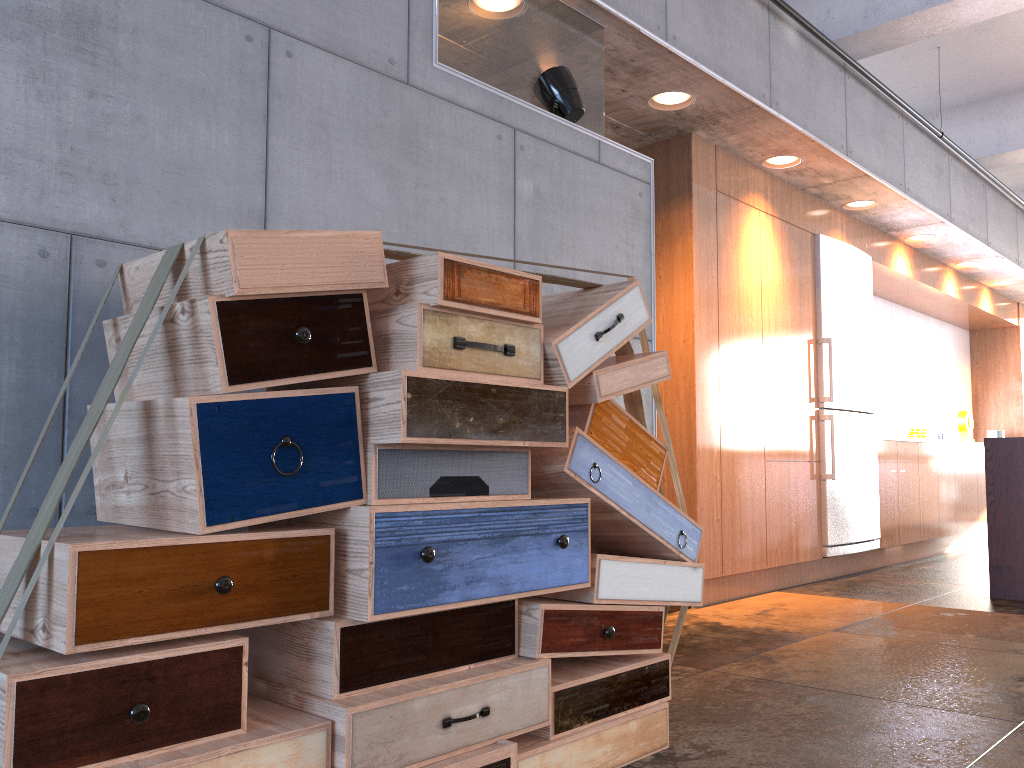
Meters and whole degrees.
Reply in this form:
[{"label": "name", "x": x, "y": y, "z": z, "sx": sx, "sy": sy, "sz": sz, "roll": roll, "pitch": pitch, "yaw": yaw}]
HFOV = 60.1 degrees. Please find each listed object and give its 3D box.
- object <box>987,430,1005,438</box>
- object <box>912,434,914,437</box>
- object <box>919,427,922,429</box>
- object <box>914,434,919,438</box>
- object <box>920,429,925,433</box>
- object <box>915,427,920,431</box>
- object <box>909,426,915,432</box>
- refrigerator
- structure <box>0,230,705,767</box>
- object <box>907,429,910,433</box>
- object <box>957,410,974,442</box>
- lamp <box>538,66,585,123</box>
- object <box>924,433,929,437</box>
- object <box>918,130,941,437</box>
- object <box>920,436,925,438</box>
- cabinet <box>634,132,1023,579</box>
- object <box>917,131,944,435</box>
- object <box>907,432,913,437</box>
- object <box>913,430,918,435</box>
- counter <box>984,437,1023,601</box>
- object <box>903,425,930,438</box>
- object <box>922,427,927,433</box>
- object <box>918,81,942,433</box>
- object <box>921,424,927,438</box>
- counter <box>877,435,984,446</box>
[{"label": "object", "x": 5.565, "y": 0.620, "z": 10.177, "sx": 0.190, "sy": 0.169, "sz": 0.191, "roll": 0, "pitch": -5, "yaw": 1}, {"label": "object", "x": 4.023, "y": 0.519, "z": 8.892, "sx": 0.052, "sy": 0.053, "sz": 0.062, "roll": 0, "pitch": -5, "yaw": -4}, {"label": "object", "x": 4.110, "y": 0.461, "z": 8.904, "sx": 0.061, "sy": 0.051, "sz": 0.054, "roll": -4, "pitch": -6, "yaw": 35}, {"label": "object", "x": 4.021, "y": 0.528, "z": 8.802, "sx": 0.051, "sy": 0.053, "sz": 0.063, "roll": -2, "pitch": -6, "yaw": 25}, {"label": "object", "x": 2.097, "y": -0.857, "z": 6.057, "sx": 0.052, "sy": 2.165, "sz": 7.015, "roll": -3, "pitch": -6, "yaw": 35}, {"label": "object", "x": 1.032, "y": -0.977, "z": 4.956, "sx": 0.057, "sy": 2.161, "sz": 10.119, "roll": -3, "pitch": -6, "yaw": 37}, {"label": "object", "x": 3.989, "y": 0.453, "z": 8.838, "sx": 0.051, "sy": 0.059, "sz": 0.058, "roll": 1, "pitch": -5, "yaw": -12}, {"label": "refrigerator", "x": 2.445, "y": 0.062, "z": 6.574, "sx": 0.215, "sy": 2.187, "sz": 0.977, "roll": -4, "pitch": -6, "yaw": 40}, {"label": "structure", "x": -0.208, "y": 0.333, "z": 2.153, "sx": 0.625, "sy": 1.313, "sz": 1.955, "roll": -4, "pitch": -7, "yaw": 43}, {"label": "object", "x": 3.997, "y": 0.473, "z": 8.903, "sx": 0.051, "sy": 0.053, "sz": 0.063, "roll": 0, "pitch": -5, "yaw": 1}, {"label": "object", "x": 5.027, "y": 0.485, "z": 9.799, "sx": 0.097, "sy": 0.380, "sz": 0.280, "roll": -4, "pitch": -6, "yaw": 43}, {"label": "lamp", "x": 0.188, "y": -1.149, "z": 3.580, "sx": 0.208, "sy": 0.258, "sz": 0.174, "roll": -2, "pitch": -5, "yaw": 24}, {"label": "object", "x": -0.837, "y": -0.884, "z": 5.623, "sx": 12.055, "sy": 2.206, "sz": 0.061, "roll": 4, "pitch": -6, "yaw": -34}, {"label": "object", "x": 3.662, "y": -0.696, "z": 7.742, "sx": 0.052, "sy": 2.224, "sz": 2.448, "roll": -2, "pitch": -5, "yaw": 19}, {"label": "object", "x": 5.339, "y": -0.513, "z": 9.571, "sx": 2.972, "sy": 2.306, "sz": 0.056, "roll": 3, "pitch": -5, "yaw": -29}, {"label": "cabinet", "x": 3.000, "y": 0.181, "z": 8.813, "sx": 2.331, "sy": 2.558, "sz": 8.285, "roll": -5, "pitch": -7, "yaw": 43}, {"label": "object", "x": 4.091, "y": 0.507, "z": 8.908, "sx": 0.063, "sy": 0.053, "sz": 0.051, "roll": 4, "pitch": -7, "yaw": -40}, {"label": "object", "x": 3.977, "y": 0.504, "z": 8.849, "sx": 0.052, "sy": 0.053, "sz": 0.062, "roll": -3, "pitch": -6, "yaw": 34}, {"label": "object", "x": 2.498, "y": -0.810, "z": 6.533, "sx": 0.055, "sy": 2.186, "sz": 5.753, "roll": -3, "pitch": -6, "yaw": 32}, {"label": "counter", "x": 5.594, "y": 1.010, "z": 7.458, "sx": 1.119, "sy": 0.969, "sz": 6.803, "roll": -5, "pitch": -7, "yaw": 43}, {"label": "object", "x": -1.457, "y": 0.673, "z": 5.158, "sx": 13.465, "sy": 1.212, "sz": 0.931, "roll": 4, "pitch": -6, "yaw": -37}, {"label": "object", "x": 4.123, "y": 0.460, "z": 8.853, "sx": 0.053, "sy": 0.060, "sz": 0.056, "roll": 2, "pitch": -5, "yaw": -24}, {"label": "object", "x": 4.087, "y": 0.498, "z": 8.852, "sx": 0.064, "sy": 0.053, "sz": 0.050, "roll": 1, "pitch": -5, "yaw": -10}, {"label": "object", "x": 4.399, "y": 0.537, "z": 9.495, "sx": 0.059, "sy": 0.209, "sz": 0.147, "roll": -4, "pitch": -6, "yaw": 43}, {"label": "counter", "x": 3.792, "y": 0.624, "z": 9.087, "sx": 1.575, "sy": 0.039, "sz": 4.559, "roll": -5, "pitch": -8, "yaw": 43}]
